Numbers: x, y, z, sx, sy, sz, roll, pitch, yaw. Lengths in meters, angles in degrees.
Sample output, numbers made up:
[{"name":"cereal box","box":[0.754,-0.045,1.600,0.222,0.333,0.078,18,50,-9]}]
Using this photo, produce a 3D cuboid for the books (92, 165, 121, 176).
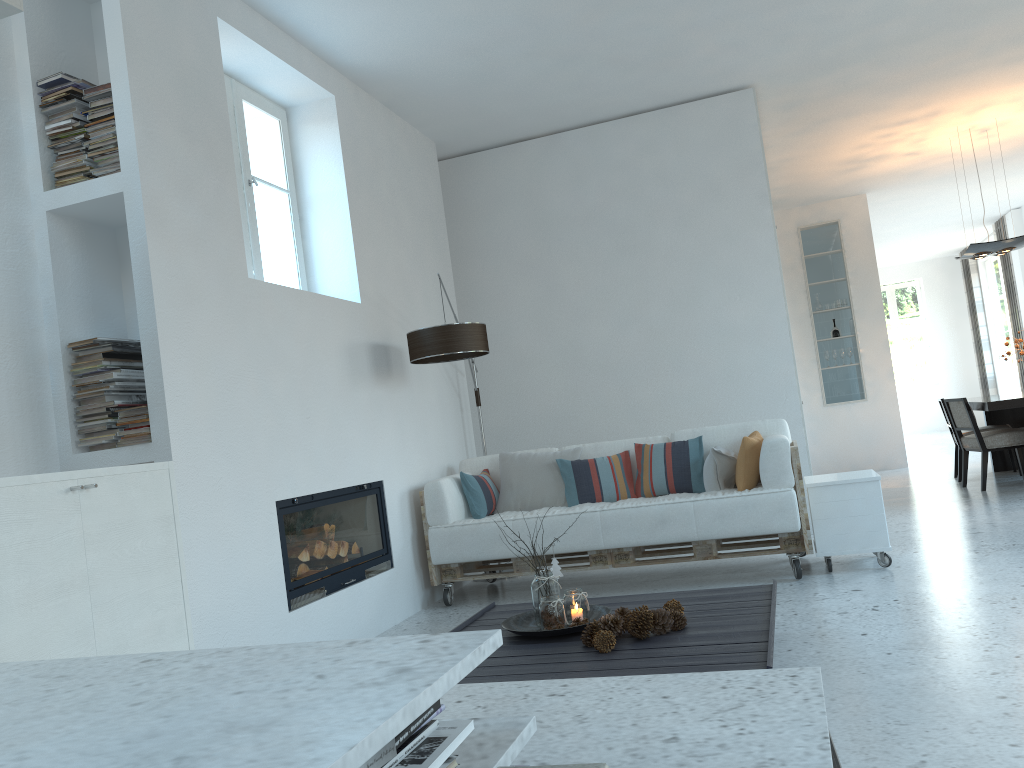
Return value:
[{"name":"books","box":[-1.563,-0.839,3.594,0.142,0.011,0.225,-8,-4,14]}]

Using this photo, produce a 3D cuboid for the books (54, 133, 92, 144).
[{"name":"books","box":[-1.745,-0.982,3.686,0.169,0.015,0.233,-9,-4,22]}]

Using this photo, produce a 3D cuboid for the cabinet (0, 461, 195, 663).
[{"name":"cabinet","box":[-1.249,0.564,1.972,0.551,0.667,0.993,-9,-3,17]}]

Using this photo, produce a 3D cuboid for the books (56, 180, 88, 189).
[{"name":"books","box":[-1.725,-0.790,3.679,0.157,0.013,0.290,-8,-3,13]}]

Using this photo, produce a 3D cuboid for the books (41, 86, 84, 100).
[{"name":"books","box":[-1.783,-1.170,3.701,0.170,0.014,0.281,-9,-4,22]}]

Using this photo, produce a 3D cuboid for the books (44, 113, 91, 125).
[{"name":"books","box":[-1.779,-1.065,3.699,0.155,0.017,0.267,-9,-4,21]}]

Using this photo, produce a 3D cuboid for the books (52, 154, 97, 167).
[{"name":"books","box":[-1.740,-0.892,3.684,0.170,0.019,0.264,-9,-4,16]}]

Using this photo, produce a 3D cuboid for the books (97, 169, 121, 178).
[{"name":"books","box":[-1.553,-0.823,3.591,0.125,0.025,0.197,-9,-4,21]}]

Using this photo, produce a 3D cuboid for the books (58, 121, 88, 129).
[{"name":"books","box":[-1.765,-1.033,3.695,0.173,0.018,0.238,-9,-4,22]}]

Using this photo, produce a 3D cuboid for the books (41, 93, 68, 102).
[{"name":"books","box":[-1.806,-1.155,3.708,0.129,0.009,0.273,-9,-4,20]}]

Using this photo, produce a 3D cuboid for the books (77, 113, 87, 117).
[{"name":"books","box":[-1.771,-1.083,3.697,0.182,0.016,0.189,-8,-3,13]}]

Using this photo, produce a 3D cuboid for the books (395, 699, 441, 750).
[{"name":"books","box":[-0.209,0.486,1.241,0.149,0.014,0.228,-9,-4,15]}]

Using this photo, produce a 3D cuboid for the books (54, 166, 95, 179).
[{"name":"books","box":[-1.727,-0.846,3.680,0.174,0.014,0.274,-8,-4,14]}]

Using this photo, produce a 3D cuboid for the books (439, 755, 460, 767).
[{"name":"books","box":[-0.189,0.563,1.234,0.161,0.014,0.212,-9,-4,21]}]

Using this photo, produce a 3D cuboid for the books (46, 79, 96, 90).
[{"name":"books","box":[-1.793,-1.208,3.696,0.182,0.016,0.199,-9,-4,15]}]

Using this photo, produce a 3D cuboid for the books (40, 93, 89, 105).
[{"name":"books","box":[-1.785,-1.147,3.701,0.164,0.006,0.289,-9,-4,21]}]

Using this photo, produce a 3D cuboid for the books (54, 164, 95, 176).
[{"name":"books","box":[-1.739,-0.858,3.684,0.161,0.012,0.254,-9,-4,16]}]

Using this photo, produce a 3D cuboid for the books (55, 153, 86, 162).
[{"name":"books","box":[-1.753,-0.907,3.688,0.137,0.016,0.245,-8,-4,14]}]

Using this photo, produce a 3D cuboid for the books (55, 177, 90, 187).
[{"name":"books","box":[-1.732,-0.808,3.681,0.158,0.006,0.273,-9,-4,15]}]

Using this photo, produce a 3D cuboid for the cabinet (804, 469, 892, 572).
[{"name":"cabinet","box":[1.867,0.758,4.948,0.380,0.486,0.502,-9,-3,17]}]

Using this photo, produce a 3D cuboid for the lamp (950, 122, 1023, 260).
[{"name":"lamp","box":[4.358,-1.795,8.222,0.530,1.221,0.797,-8,-3,17]}]

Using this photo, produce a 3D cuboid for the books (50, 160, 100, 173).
[{"name":"books","box":[-1.739,-0.869,3.684,0.169,0.010,0.282,-9,-4,17]}]

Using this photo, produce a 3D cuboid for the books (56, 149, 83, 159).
[{"name":"books","box":[-1.759,-0.929,3.690,0.132,0.008,0.219,-9,-4,20]}]

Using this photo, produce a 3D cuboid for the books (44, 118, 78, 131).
[{"name":"books","box":[-1.794,-1.045,3.703,0.138,0.016,0.265,-9,-4,17]}]

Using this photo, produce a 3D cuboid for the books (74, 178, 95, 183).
[{"name":"books","box":[-1.719,-0.802,3.677,0.187,0.009,0.250,-9,-4,16]}]

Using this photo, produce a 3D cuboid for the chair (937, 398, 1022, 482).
[{"name":"chair","box":[4.353,0.482,8.270,0.570,0.782,0.480,-9,-3,22]}]

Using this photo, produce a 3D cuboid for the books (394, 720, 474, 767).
[{"name":"books","box":[-0.187,0.528,1.234,0.185,0.014,0.297,-9,-4,16]}]

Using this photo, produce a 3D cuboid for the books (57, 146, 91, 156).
[{"name":"books","box":[-1.756,-0.939,3.689,0.135,0.011,0.223,-8,-3,12]}]

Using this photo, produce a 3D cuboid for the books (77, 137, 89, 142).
[{"name":"books","box":[-1.752,-0.971,3.688,0.161,0.005,0.254,-9,-4,19]}]

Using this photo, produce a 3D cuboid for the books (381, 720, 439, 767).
[{"name":"books","box":[-0.212,0.519,1.241,0.137,0.012,0.242,-9,-4,18]}]

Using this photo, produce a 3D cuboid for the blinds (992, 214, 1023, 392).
[{"name":"blinds","box":[7.601,-0.892,13.288,0.140,3.229,0.776,-8,-3,17]}]

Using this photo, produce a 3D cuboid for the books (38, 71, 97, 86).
[{"name":"books","box":[-1.809,-1.235,3.701,0.140,0.008,0.283,-9,-4,22]}]

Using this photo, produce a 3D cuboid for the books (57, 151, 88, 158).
[{"name":"books","box":[-1.755,-0.921,3.689,0.135,0.011,0.223,-8,-3,13]}]

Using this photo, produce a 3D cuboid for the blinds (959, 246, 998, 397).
[{"name":"blinds","box":[8.427,-0.842,15.956,0.140,3.229,0.776,-8,-3,17]}]

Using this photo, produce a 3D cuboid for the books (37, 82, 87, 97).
[{"name":"books","box":[-1.786,-1.185,3.702,0.192,0.006,0.299,-9,-4,17]}]

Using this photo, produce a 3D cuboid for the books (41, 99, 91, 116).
[{"name":"books","box":[-1.776,-1.115,3.698,0.184,0.013,0.294,-9,-4,19]}]

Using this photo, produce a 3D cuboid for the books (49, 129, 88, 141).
[{"name":"books","box":[-1.757,-1.003,3.692,0.189,0.006,0.249,-8,-4,14]}]

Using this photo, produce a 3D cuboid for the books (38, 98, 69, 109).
[{"name":"books","box":[-1.810,-1.129,3.709,0.127,0.007,0.300,-9,-4,17]}]

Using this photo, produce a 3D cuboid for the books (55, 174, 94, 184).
[{"name":"books","box":[-1.743,-0.821,3.684,0.143,0.012,0.264,-9,-4,16]}]

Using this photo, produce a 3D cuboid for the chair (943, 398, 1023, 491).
[{"name":"chair","box":[4.078,0.472,7.487,0.570,0.782,0.480,-8,-3,7]}]

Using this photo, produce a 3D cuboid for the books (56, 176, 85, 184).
[{"name":"books","box":[-1.738,-0.813,3.683,0.130,0.007,0.290,-8,-3,12]}]

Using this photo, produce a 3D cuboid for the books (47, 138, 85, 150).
[{"name":"books","box":[-1.760,-0.963,3.691,0.147,0.007,0.298,-9,-4,18]}]

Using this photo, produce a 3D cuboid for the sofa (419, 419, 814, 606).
[{"name":"sofa","box":[0.621,0.763,5.356,2.196,0.854,0.871,-9,-3,17]}]

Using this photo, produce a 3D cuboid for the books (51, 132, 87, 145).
[{"name":"books","box":[-1.766,-0.993,3.694,0.177,0.011,0.220,-9,-4,16]}]

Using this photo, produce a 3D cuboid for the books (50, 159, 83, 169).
[{"name":"books","box":[-1.741,-0.878,3.684,0.147,0.008,0.290,-9,-4,21]}]

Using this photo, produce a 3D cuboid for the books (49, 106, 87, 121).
[{"name":"books","box":[-1.786,-1.098,3.701,0.154,0.018,0.221,-9,-4,21]}]

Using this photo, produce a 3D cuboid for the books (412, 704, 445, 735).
[{"name":"books","box":[-0.210,0.498,1.241,0.132,0.009,0.269,-9,-4,21]}]

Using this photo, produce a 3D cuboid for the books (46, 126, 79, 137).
[{"name":"books","box":[-1.785,-1.014,3.701,0.127,0.013,0.292,-8,-3,13]}]

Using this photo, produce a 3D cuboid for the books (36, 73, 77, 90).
[{"name":"books","box":[-1.811,-1.222,3.701,0.136,0.017,0.288,-9,-4,21]}]

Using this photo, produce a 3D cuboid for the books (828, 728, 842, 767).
[{"name":"books","box":[0.501,0.682,1.651,0.192,0.014,0.256,-8,-3,13]}]

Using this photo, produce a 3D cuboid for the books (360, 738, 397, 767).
[{"name":"books","box":[-0.268,0.439,0.969,0.189,0.022,0.237,-9,-4,22]}]

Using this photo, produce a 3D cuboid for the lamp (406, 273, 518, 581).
[{"name":"lamp","box":[-0.272,0.351,5.731,0.470,1.964,1.559,-8,-3,3]}]
